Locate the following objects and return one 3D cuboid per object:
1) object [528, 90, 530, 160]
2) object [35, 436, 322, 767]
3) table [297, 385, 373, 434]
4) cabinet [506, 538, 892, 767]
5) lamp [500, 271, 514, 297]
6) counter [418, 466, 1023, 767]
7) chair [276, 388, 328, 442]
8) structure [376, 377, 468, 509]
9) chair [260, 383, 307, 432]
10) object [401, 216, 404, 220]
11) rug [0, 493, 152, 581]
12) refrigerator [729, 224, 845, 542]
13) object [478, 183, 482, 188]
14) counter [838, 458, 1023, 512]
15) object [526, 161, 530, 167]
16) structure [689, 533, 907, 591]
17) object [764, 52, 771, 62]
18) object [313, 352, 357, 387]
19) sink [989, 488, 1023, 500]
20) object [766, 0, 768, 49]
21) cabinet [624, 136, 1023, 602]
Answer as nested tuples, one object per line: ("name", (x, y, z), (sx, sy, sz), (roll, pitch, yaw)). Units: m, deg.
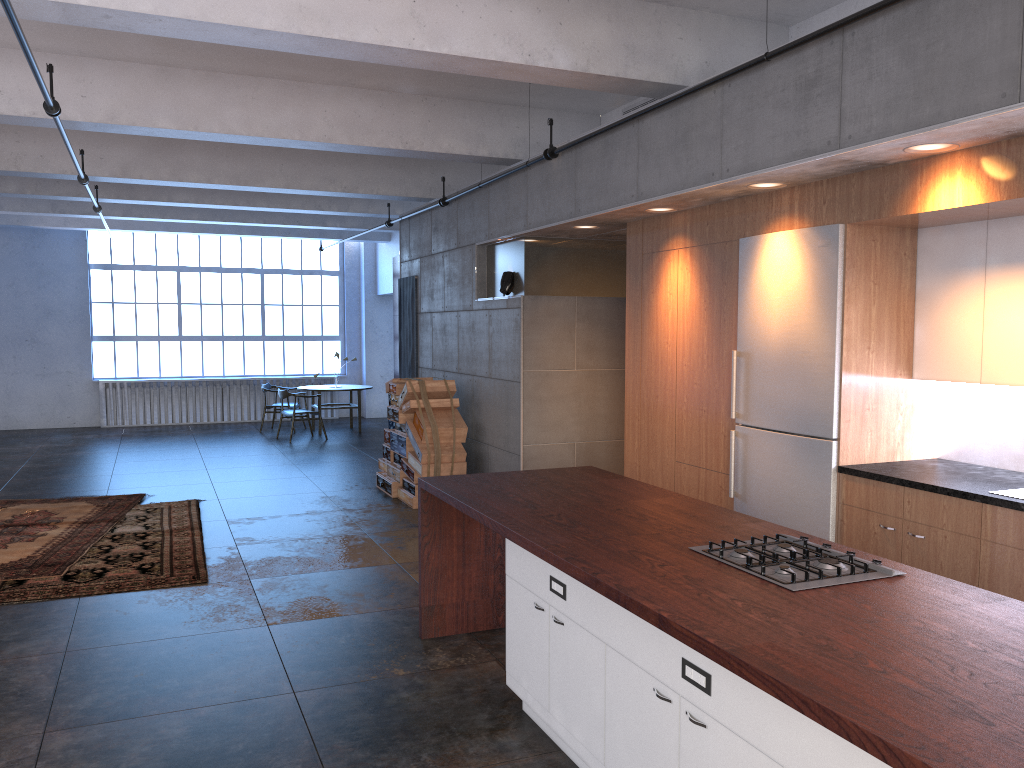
("object", (3.148, 0.468, 3.370), (0.058, 0.060, 0.051), (1, 4, 11))
("object", (0.970, 1.644, 5.655), (20.045, 0.001, 26.744), (-1, 4, -23))
("table", (-3.143, 0.478, 15.797), (1.291, 0.853, 1.326), (2, 4, 21))
("cabinet", (1.427, 1.281, 1.905), (0.936, 0.932, 5.553), (-2, 4, -22))
("lamp", (-0.033, -0.979, 8.717), (0.216, 0.259, 0.167), (-4, 6, -41))
("counter", (1.210, 1.216, 2.463), (1.159, 0.973, 6.543), (-2, 4, -22))
("chair", (-3.484, 0.501, 14.618), (0.686, 0.866, 0.712), (-3, 5, -36))
("structure", (-1.051, 0.578, 9.697), (0.648, 1.317, 1.881), (-2, 4, -22))
("chair", (-4.106, 0.421, 15.851), (0.671, 0.866, 0.728), (0, 4, 4))
("object", (3.214, 0.498, 3.283), (0.052, 0.052, 0.062), (2, 5, 25))
("rug", (-4.474, 1.309, 7.958), (1.894, 0.048, 3.483), (-1, 4, -13))
("refrigerator", (1.757, 0.149, 5.605), (0.223, 2.195, 0.939), (-2, 5, -25))
("object", (3.187, 0.531, 3.322), (0.062, 0.053, 0.052), (2, 4, 20))
("counter", (3.474, 0.608, 3.464), (1.632, 0.039, 4.385), (-1, 4, -22))
("object", (3.154, 0.478, 3.235), (0.064, 0.051, 0.052), (-2, 5, -31))
("structure", (1.060, 0.668, 3.357), (0.520, 0.072, 0.629), (-1, 4, -23))
("object", (3.170, 0.522, 3.253), (0.052, 0.053, 0.061), (-1, 4, -16))
("object", (-3.134, -0.262, 15.724), (0.785, 0.625, 0.236), (-2, 5, -21))
("sink", (2.700, 0.637, 4.107), (0.531, 0.192, 0.717), (-1, 4, -23))
("object", (3.121, 0.517, 3.278), (0.050, 0.053, 0.064), (1, 4, 15))
("cabinet", (3.552, 0.140, 4.262), (2.415, 2.567, 7.969), (-2, 4, -22))
